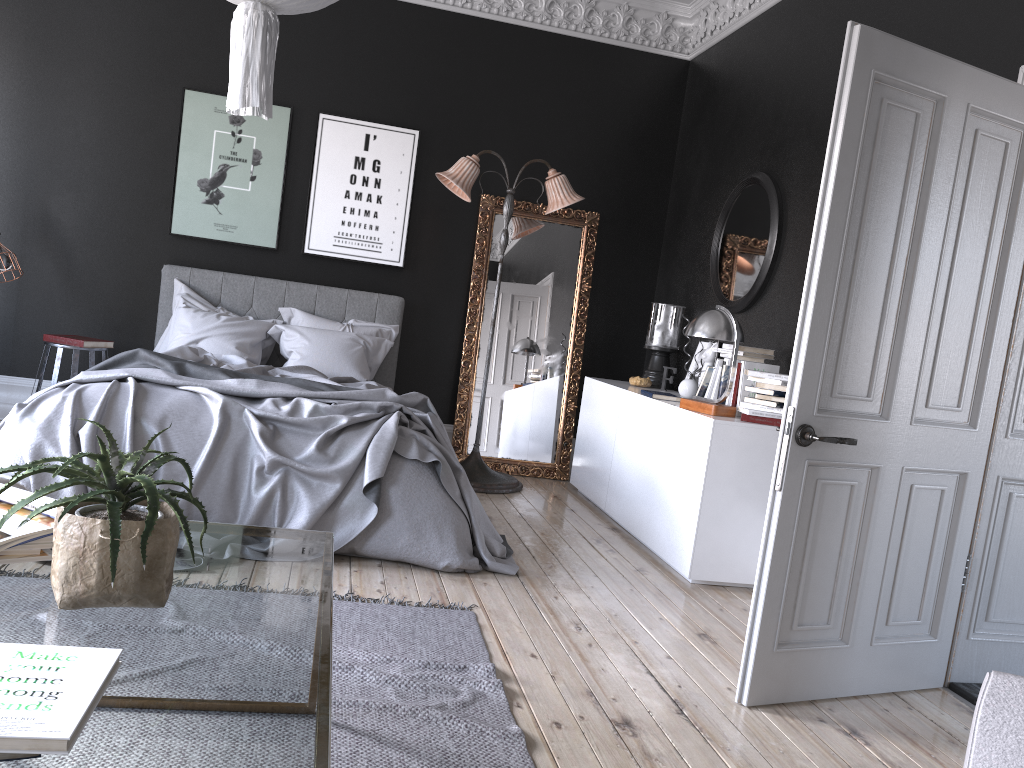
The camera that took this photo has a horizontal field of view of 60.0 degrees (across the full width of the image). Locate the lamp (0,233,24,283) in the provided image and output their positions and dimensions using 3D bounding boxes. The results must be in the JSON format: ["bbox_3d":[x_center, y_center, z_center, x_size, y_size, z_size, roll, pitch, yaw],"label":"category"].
[{"bbox_3d":[-4.013,-0.633,5.994,1.715,1.782,0.437,10,6,26],"label":"lamp"}]

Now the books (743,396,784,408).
[{"bbox_3d":[1.402,0.102,4.750,0.269,0.029,0.202,4,6,-42],"label":"books"}]

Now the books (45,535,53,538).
[{"bbox_3d":[-1.209,0.306,2.029,0.253,0.011,0.317,5,5,-35],"label":"books"}]

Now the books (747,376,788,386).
[{"bbox_3d":[1.442,-0.010,4.736,0.307,0.024,0.219,5,5,-37],"label":"books"}]

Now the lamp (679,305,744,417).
[{"bbox_3d":[1.103,-0.138,4.883,0.329,0.591,0.340,5,6,-32],"label":"lamp"}]

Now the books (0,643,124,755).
[{"bbox_3d":[-0.729,0.458,1.315,0.220,0.024,0.306,7,4,-12],"label":"books"}]

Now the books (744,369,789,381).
[{"bbox_3d":[1.405,-0.041,4.732,0.306,0.030,0.220,8,4,8],"label":"books"}]

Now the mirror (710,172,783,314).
[{"bbox_3d":[1.518,-0.927,5.837,0.061,0.926,0.922,7,5,-12],"label":"mirror"}]

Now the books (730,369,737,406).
[{"bbox_3d":[1.351,0.052,5.061,0.195,0.259,0.026,7,5,-12],"label":"books"}]

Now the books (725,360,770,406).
[{"bbox_3d":[1.347,0.025,5.086,0.220,0.308,0.024,7,5,-12],"label":"books"}]

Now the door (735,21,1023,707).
[{"bbox_3d":[1.459,0.018,3.275,1.098,2.378,0.215,5,6,-24],"label":"door"}]

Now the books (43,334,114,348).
[{"bbox_3d":[-2.969,-0.294,6.082,0.346,0.045,0.275,9,4,18],"label":"books"}]

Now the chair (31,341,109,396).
[{"bbox_3d":[-3.029,0.059,6.114,0.612,0.674,0.613,11,6,32],"label":"chair"}]

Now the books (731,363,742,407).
[{"bbox_3d":[1.366,0.040,4.997,0.235,0.296,0.038,7,5,-12],"label":"books"}]

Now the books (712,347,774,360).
[{"bbox_3d":[1.350,-0.178,5.185,0.220,0.024,0.306,6,5,-22],"label":"books"}]

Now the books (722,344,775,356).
[{"bbox_3d":[1.380,-0.203,5.189,0.220,0.030,0.306,8,4,-2],"label":"books"}]

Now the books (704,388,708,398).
[{"bbox_3d":[1.285,0.025,5.389,0.195,0.245,0.132,7,5,-12],"label":"books"}]

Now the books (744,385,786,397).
[{"bbox_3d":[1.409,0.043,4.738,0.290,0.030,0.192,5,5,-38],"label":"books"}]

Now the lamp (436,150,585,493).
[{"bbox_3d":[-0.137,-0.465,6.523,0.985,2.415,0.772,10,6,21],"label":"lamp"}]

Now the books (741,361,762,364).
[{"bbox_3d":[1.385,0.034,5.036,0.221,0.307,0.030,7,5,-12],"label":"books"}]

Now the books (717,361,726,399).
[{"bbox_3d":[1.303,0.020,5.185,0.193,0.290,0.030,7,5,-12],"label":"books"}]

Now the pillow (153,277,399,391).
[{"bbox_3d":[-1.732,-0.294,6.404,1.831,0.761,0.678,7,5,-12],"label":"pillow"}]

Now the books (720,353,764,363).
[{"bbox_3d":[1.347,-0.154,5.194,0.195,0.026,0.258,8,4,-2],"label":"books"}]

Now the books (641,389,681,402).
[{"bbox_3d":[0.933,0.072,5.556,0.193,0.030,0.289,7,4,-6],"label":"books"}]

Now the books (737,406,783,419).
[{"bbox_3d":[1.383,0.160,4.722,0.319,0.025,0.228,8,4,-2],"label":"books"}]

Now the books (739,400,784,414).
[{"bbox_3d":[1.389,0.130,4.747,0.318,0.031,0.229,9,4,18],"label":"books"}]

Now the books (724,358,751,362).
[{"bbox_3d":[1.342,0.012,5.254,0.221,0.307,0.030,7,5,-12],"label":"books"}]

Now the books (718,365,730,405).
[{"bbox_3d":[1.296,0.035,5.131,0.204,0.270,0.029,7,5,-12],"label":"books"}]

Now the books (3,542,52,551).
[{"bbox_3d":[-1.215,0.329,2.004,0.253,0.011,0.317,4,6,-40],"label":"books"}]

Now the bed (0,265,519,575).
[{"bbox_3d":[-1.600,-0.007,5.326,2.767,1.300,3.275,6,5,-23],"label":"bed"}]

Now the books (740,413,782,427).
[{"bbox_3d":[1.371,0.191,4.717,0.294,0.038,0.234,9,4,15],"label":"books"}]

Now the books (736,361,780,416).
[{"bbox_3d":[1.373,0.038,4.954,0.220,0.308,0.050,7,5,-12],"label":"books"}]

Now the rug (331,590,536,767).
[{"bbox_3d":[-0.849,0.992,1.906,2.106,0.050,3.637,7,4,-11],"label":"rug"}]

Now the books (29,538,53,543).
[{"bbox_3d":[-1.210,0.318,2.021,0.253,0.011,0.317,4,6,-40],"label":"books"}]

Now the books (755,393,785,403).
[{"bbox_3d":[1.412,0.073,4.754,0.192,0.030,0.289,9,5,19],"label":"books"}]

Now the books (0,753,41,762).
[{"bbox_3d":[-0.797,0.477,1.307,0.193,0.030,0.289,6,5,-28],"label":"books"}]

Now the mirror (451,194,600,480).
[{"bbox_3d":[0.108,-0.360,7.129,0.992,2.196,0.254,7,5,-12],"label":"mirror"}]

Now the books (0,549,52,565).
[{"bbox_3d":[-1.206,0.354,1.981,0.253,0.011,0.318,4,6,-45],"label":"books"}]

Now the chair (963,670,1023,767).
[{"bbox_3d":[0.861,0.880,0.973,0.769,0.864,0.818,10,6,29],"label":"chair"}]

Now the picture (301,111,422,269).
[{"bbox_3d":[-1.157,-1.483,6.826,0.792,1.080,0.014,7,5,-12],"label":"picture"}]

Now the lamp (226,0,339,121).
[{"bbox_3d":[-0.832,-1.990,3.148,0.781,2.052,0.783,11,6,32],"label":"lamp"}]

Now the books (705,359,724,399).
[{"bbox_3d":[1.296,0.004,5.339,0.220,0.296,0.126,7,5,-12],"label":"books"}]

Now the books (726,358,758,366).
[{"bbox_3d":[1.332,0.017,5.162,0.220,0.308,0.024,7,5,-12],"label":"books"}]

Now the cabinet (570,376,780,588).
[{"bbox_3d":[1.012,0.529,5.775,0.570,0.884,2.391,7,5,-12],"label":"cabinet"}]

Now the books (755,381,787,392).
[{"bbox_3d":[1.419,0.015,4.731,0.220,0.030,0.306,9,4,18],"label":"books"}]

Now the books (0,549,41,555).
[{"bbox_3d":[-1.221,0.338,2.020,0.253,0.011,0.317,5,5,-30],"label":"books"}]

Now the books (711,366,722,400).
[{"bbox_3d":[1.302,0.027,5.310,0.195,0.256,0.091,7,5,-12],"label":"books"}]

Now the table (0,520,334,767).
[{"bbox_3d":[-0.951,0.716,1.804,1.093,0.559,1.446,7,4,-12],"label":"table"}]

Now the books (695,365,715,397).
[{"bbox_3d":[1.248,0.016,5.423,0.203,0.247,0.158,7,5,-12],"label":"books"}]

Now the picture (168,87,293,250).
[{"bbox_3d":[-2.099,-1.597,6.627,0.792,1.080,0.014,7,5,-12],"label":"picture"}]

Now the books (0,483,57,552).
[{"bbox_3d":[-1.184,0.302,1.952,0.322,0.109,0.273,10,5,23],"label":"books"}]
